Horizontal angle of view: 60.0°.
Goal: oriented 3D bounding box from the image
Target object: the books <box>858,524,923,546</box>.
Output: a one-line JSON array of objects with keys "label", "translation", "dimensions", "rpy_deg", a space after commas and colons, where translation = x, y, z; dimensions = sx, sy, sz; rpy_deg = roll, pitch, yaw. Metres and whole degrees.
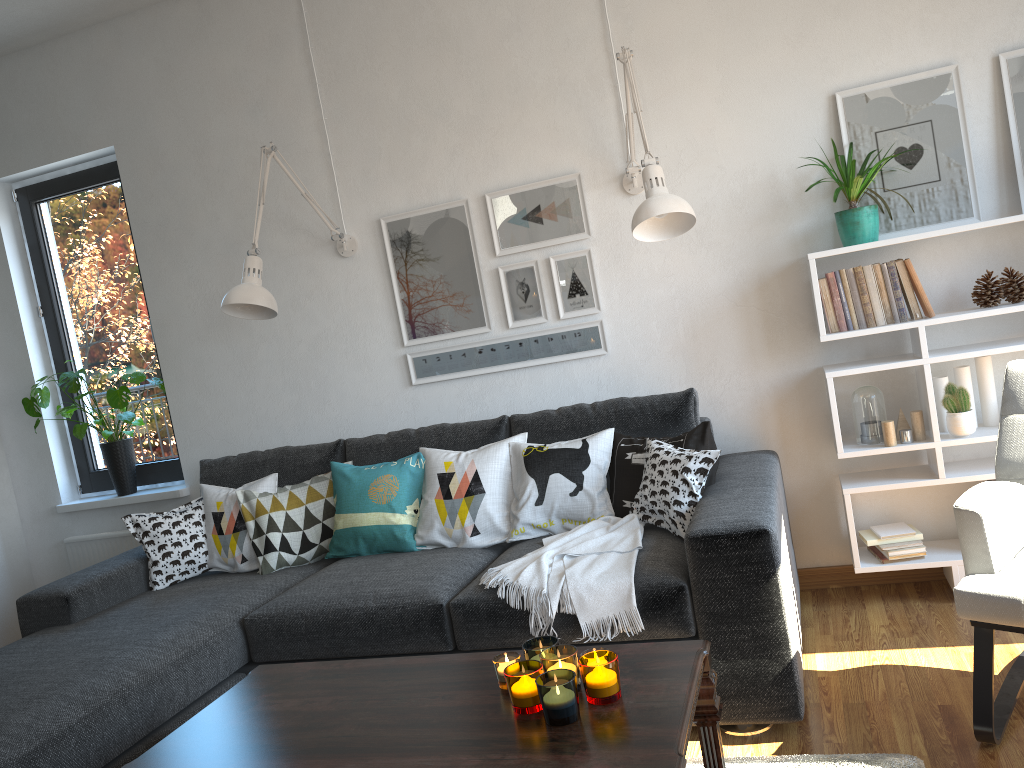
[{"label": "books", "translation": [1.318, 0.527, 3.093], "dimensions": [0.183, 0.020, 0.134], "rpy_deg": [-9, 4, 10]}]

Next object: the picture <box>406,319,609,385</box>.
[{"label": "picture", "translation": [-0.029, -0.124, 3.555], "dimensions": [0.837, 0.136, 0.021], "rpy_deg": [-9, 5, 18]}]

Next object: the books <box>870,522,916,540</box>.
[{"label": "books", "translation": [1.325, 0.511, 3.087], "dimensions": [0.116, 0.010, 0.141], "rpy_deg": [-10, 4, 8]}]

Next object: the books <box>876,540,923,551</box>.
[{"label": "books", "translation": [1.330, 0.542, 3.086], "dimensions": [0.140, 0.012, 0.184], "rpy_deg": [-10, 4, 8]}]

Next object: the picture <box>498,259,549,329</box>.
[{"label": "picture", "translation": [0.047, -0.355, 3.499], "dimensions": [0.166, 0.248, 0.021], "rpy_deg": [-9, 5, 18]}]

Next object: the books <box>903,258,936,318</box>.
[{"label": "books", "translation": [1.348, -0.320, 2.948], "dimensions": [0.070, 0.204, 0.132], "rpy_deg": [-9, 5, 19]}]

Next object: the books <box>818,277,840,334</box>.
[{"label": "books", "translation": [1.081, -0.269, 3.033], "dimensions": [0.048, 0.192, 0.123], "rpy_deg": [-9, 5, 18]}]

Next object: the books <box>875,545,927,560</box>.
[{"label": "books", "translation": [1.345, 0.569, 3.085], "dimensions": [0.123, 0.012, 0.211], "rpy_deg": [-10, 4, 8]}]

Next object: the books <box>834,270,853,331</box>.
[{"label": "books", "translation": [1.128, -0.284, 3.023], "dimensions": [0.033, 0.210, 0.136], "rpy_deg": [-9, 5, 19]}]

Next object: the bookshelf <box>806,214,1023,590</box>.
[{"label": "bookshelf", "translation": [1.676, 0.058, 2.910], "dimensions": [1.190, 1.202, 0.237], "rpy_deg": [-9, 5, 18]}]

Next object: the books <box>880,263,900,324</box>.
[{"label": "books", "translation": [1.264, -0.305, 2.979], "dimensions": [0.035, 0.205, 0.131], "rpy_deg": [-9, 5, 18]}]

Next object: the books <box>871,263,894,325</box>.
[{"label": "books", "translation": [1.242, -0.304, 2.985], "dimensions": [0.044, 0.209, 0.132], "rpy_deg": [-9, 5, 18]}]

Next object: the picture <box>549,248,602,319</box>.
[{"label": "picture", "translation": [0.247, -0.387, 3.433], "dimensions": [0.166, 0.248, 0.021], "rpy_deg": [-9, 5, 18]}]

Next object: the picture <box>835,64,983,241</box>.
[{"label": "picture", "translation": [1.345, -0.774, 3.017], "dimensions": [0.390, 0.533, 0.059], "rpy_deg": [-9, 5, 18]}]

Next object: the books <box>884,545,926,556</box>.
[{"label": "books", "translation": [1.342, 0.554, 3.083], "dimensions": [0.123, 0.015, 0.211], "rpy_deg": [-10, 4, 8]}]

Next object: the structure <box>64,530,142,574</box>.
[{"label": "structure", "translation": [-1.732, 0.910, 4.184], "dimensions": [0.818, 0.460, 0.076], "rpy_deg": [-9, 5, 15]}]

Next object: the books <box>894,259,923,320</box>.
[{"label": "books", "translation": [1.319, -0.316, 2.962], "dimensions": [0.061, 0.211, 0.127], "rpy_deg": [-9, 5, 19]}]

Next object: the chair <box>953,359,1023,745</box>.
[{"label": "chair", "translation": [1.419, 0.374, 2.107], "dimensions": [0.545, 0.833, 0.683], "rpy_deg": [-6, 6, 43]}]

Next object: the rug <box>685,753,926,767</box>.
[{"label": "rug", "translation": [-0.047, 1.068, 1.862], "dimensions": [1.814, 0.034, 1.050], "rpy_deg": [-9, 4, 17]}]

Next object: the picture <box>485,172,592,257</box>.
[{"label": "picture", "translation": [0.102, -0.654, 3.441], "dimensions": [0.390, 0.248, 0.021], "rpy_deg": [-9, 5, 18]}]

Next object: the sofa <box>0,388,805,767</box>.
[{"label": "sofa", "translation": [-0.497, 0.675, 2.613], "dimensions": [2.510, 0.849, 2.159], "rpy_deg": [-9, 4, 18]}]

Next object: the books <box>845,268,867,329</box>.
[{"label": "books", "translation": [1.164, -0.291, 3.011], "dimensions": [0.044, 0.209, 0.136], "rpy_deg": [-9, 5, 18]}]

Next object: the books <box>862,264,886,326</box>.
[{"label": "books", "translation": [1.216, -0.300, 2.995], "dimensions": [0.048, 0.209, 0.134], "rpy_deg": [-9, 5, 18]}]

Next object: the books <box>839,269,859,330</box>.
[{"label": "books", "translation": [1.143, -0.289, 3.016], "dimensions": [0.035, 0.209, 0.128], "rpy_deg": [-9, 5, 18]}]

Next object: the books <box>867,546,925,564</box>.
[{"label": "books", "translation": [1.337, 0.585, 3.090], "dimensions": [0.145, 0.018, 0.184], "rpy_deg": [-10, 4, 8]}]

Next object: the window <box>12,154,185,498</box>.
[{"label": "window", "translation": [-2.767, 1.169, 18.178], "dimensions": [13.987, 18.392, 24.329], "rpy_deg": [-8, 5, 24]}]

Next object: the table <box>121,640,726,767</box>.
[{"label": "table", "translation": [-0.160, 0.877, 1.886], "dimensions": [1.180, 0.409, 0.569], "rpy_deg": [-9, 4, 18]}]

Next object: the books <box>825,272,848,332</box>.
[{"label": "books", "translation": [1.107, -0.282, 3.029], "dimensions": [0.043, 0.205, 0.128], "rpy_deg": [-9, 5, 18]}]

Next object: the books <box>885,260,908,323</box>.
[{"label": "books", "translation": [1.285, -0.311, 2.973], "dimensions": [0.044, 0.208, 0.132], "rpy_deg": [-9, 5, 19]}]

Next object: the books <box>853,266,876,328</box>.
[{"label": "books", "translation": [1.188, -0.296, 2.998], "dimensions": [0.044, 0.210, 0.133], "rpy_deg": [-9, 5, 19]}]

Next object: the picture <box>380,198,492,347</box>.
[{"label": "picture", "translation": [-0.308, -0.445, 3.592], "dimensions": [0.390, 0.535, 0.013], "rpy_deg": [-9, 5, 18]}]

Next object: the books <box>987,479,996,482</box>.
[{"label": "books", "translation": [1.626, 0.434, 2.950], "dimensions": [0.025, 0.229, 0.168], "rpy_deg": [-9, 5, 18]}]
